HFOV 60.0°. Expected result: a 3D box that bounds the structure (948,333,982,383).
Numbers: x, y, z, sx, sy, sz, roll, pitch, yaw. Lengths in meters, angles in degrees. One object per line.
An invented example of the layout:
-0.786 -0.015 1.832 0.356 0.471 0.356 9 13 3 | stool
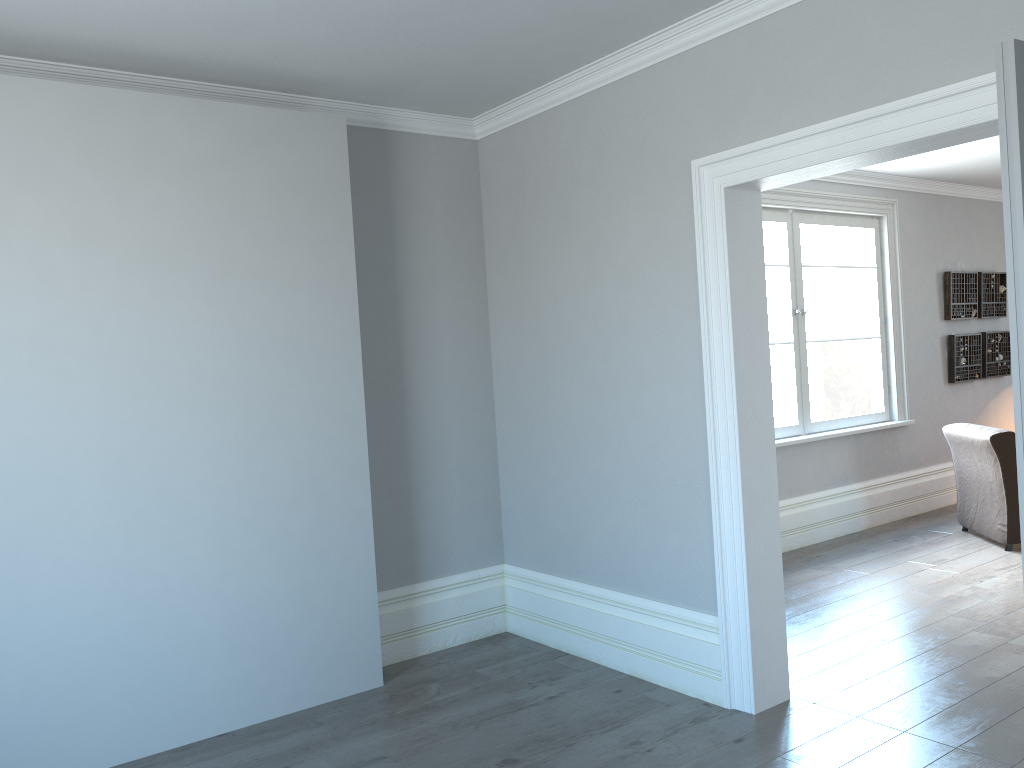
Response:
3.954 -0.228 7.730 0.468 0.416 0.086 -5 1 -36 | structure

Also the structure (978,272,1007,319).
4.351 -0.806 8.026 0.468 0.416 0.105 -5 1 -36 | structure

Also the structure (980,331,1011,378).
4.396 -0.271 8.054 0.468 0.416 0.086 -5 1 -36 | structure

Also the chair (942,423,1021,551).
3.646 0.668 6.140 0.970 0.795 0.807 -4 1 5 | chair

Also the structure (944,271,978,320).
3.906 -0.769 7.728 0.468 0.416 0.099 -5 1 -36 | structure
